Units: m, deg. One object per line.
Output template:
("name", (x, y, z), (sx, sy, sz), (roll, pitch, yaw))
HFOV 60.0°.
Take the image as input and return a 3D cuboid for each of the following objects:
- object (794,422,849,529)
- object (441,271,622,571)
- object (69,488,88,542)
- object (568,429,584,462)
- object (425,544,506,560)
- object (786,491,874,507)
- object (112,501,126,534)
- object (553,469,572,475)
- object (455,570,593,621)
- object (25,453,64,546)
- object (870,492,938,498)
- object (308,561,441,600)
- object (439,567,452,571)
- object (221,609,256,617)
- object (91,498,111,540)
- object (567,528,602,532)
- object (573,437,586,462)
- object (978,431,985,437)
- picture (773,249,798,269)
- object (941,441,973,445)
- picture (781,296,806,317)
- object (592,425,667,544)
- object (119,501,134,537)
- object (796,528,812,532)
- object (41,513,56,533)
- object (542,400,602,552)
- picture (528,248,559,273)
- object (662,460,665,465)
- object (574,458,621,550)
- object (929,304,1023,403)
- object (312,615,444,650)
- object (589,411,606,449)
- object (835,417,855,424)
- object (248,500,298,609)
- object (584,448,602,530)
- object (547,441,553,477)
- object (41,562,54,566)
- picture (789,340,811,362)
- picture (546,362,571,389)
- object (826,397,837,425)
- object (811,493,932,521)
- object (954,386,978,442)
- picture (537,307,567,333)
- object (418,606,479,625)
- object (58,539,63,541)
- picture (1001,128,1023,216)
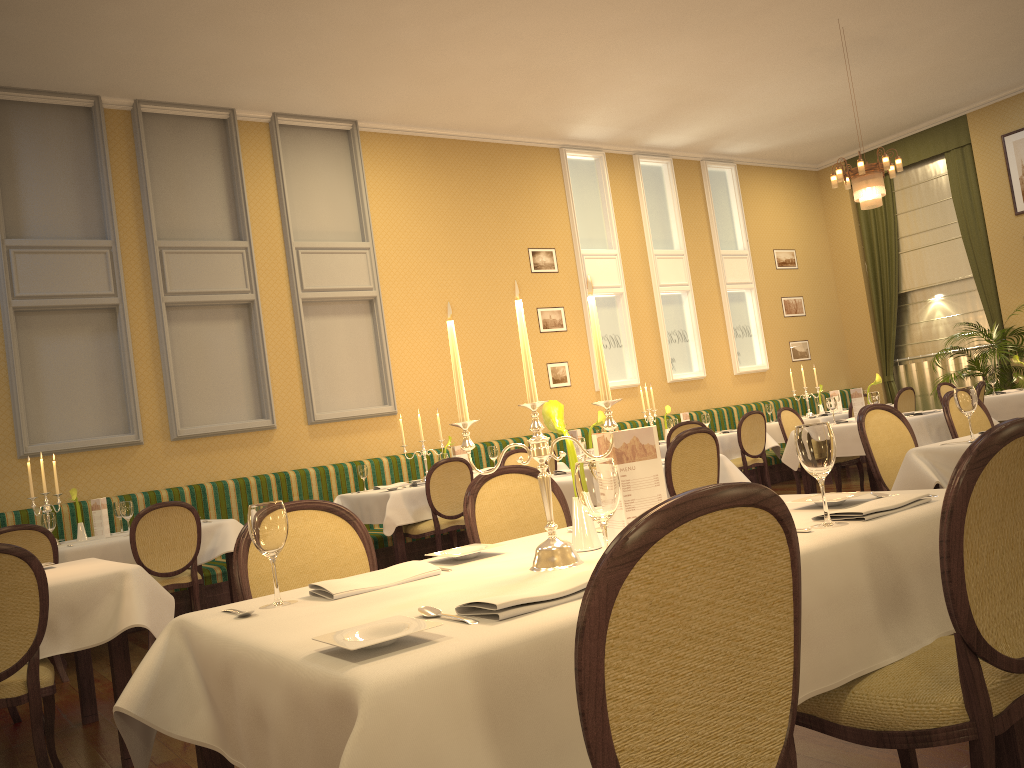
("object", (0.689, 0.203, 1.981), (0.088, 0.229, 0.088), (-9, -3, 13))
("object", (0.054, 0.083, 1.984), (0.390, 0.655, 0.131), (-8, -3, -1))
("object", (-3.011, 0.907, 6.151), (0.076, 0.375, 0.163), (-7, -3, -13))
("object", (0.403, 0.431, 5.620), (0.081, 0.277, 0.166), (-9, -3, 11))
("object", (-0.120, 0.443, 2.304), (0.160, 0.024, 0.160), (-6, -4, -35))
("object", (0.829, 0.306, 2.310), (0.160, 0.024, 0.160), (-6, -4, -35))
("object", (-2.864, 0.975, 6.484), (0.088, 0.229, 0.088), (-9, -3, 13))
("object", (0.420, 0.565, 5.828), (0.273, 0.033, 0.142), (-6, -4, -35))
("object", (0.049, 0.374, 1.591), (0.273, 0.033, 0.142), (-6, -4, -35))
("object", (-3.166, 0.781, 6.024), (0.131, 0.655, 0.390), (-9, -3, 11))
("object", (0.998, 0.283, 2.265), (0.038, 0.015, 0.181), (-6, -4, -34))
("object", (-0.317, 0.454, 2.060), (0.273, 0.033, 0.142), (-6, -4, -35))
("object", (-0.195, 0.453, 2.195), (0.017, 0.010, 0.185), (-6, -4, -34))
("object", (-0.596, 0.494, 1.932), (0.038, 0.015, 0.181), (-6, -4, -34))
("object", (-2.828, 0.924, 6.079), (0.081, 0.277, 0.166), (-7, -3, -14))
("object", (0.215, 0.411, 2.485), (0.017, 0.010, 0.185), (-6, -4, -34))
("object", (0.406, 0.433, 5.268), (0.088, 0.229, 0.088), (-9, -3, 13))
("object", (2.137, 0.200, 3.801), (0.273, 0.033, 0.142), (-6, -4, -35))
("picture", (4.005, -1.823, 12.970), (0.504, 0.294, 0.008), (-6, -4, -35))
("object", (1.858, 0.240, 3.673), (0.038, 0.015, 0.181), (-6, -4, -34))
("picture", (4.106, -1.127, 12.930), (0.504, 0.294, 0.008), (-6, -4, -35))
("object", (0.272, 0.248, 2.107), (0.166, 0.277, 0.081), (-10, -4, 26))
("object", (-2.577, 0.903, 5.948), (0.088, 0.229, 0.088), (-9, -3, 13))
("object", (0.592, 0.328, 1.992), (0.017, 0.010, 0.185), (-6, -4, -35))
("object", (-2.951, 0.940, 5.661), (0.088, 0.229, 0.088), (-9, -3, 13))
("object", (0.145, 0.220, 2.199), (0.076, 0.375, 0.163), (-7, -3, -13))
("picture", (0.368, -1.447, 10.390), (0.401, 0.294, 0.008), (-6, -4, -35))
("object", (0.775, 0.484, 5.242), (0.273, 0.024, 0.142), (-6, -4, -35))
("object", (0.176, 0.262, 1.724), (0.088, 0.229, 0.088), (-9, -3, 13))
("object", (6.104, -0.077, 11.113), (1.496, 1.807, 1.552), (-11, -4, 35))
("object", (-0.213, 0.405, 1.410), (0.160, 0.024, 0.160), (-6, -4, -35))
("object", (0.533, 0.361, 5.616), (0.163, 0.375, 0.076), (-10, -4, 32))
("object", (2.892, 0.309, 7.581), (0.273, 0.033, 0.142), (-6, -4, -35))
("object", (-0.537, 0.380, 1.985), (0.088, 0.229, 0.088), (-9, -3, 13))
("object", (0.263, 0.297, 2.546), (0.088, 0.229, 0.088), (-9, -3, 13))
("object", (0.233, 0.484, 5.725), (0.088, 0.229, 0.088), (-9, -3, 13))
("object", (-2.174, 0.838, 4.024), (0.160, 0.024, 0.160), (-6, -4, -35))
("picture", (4.188, -0.482, 12.885), (0.437, 0.294, 0.008), (-6, -4, -35))
("picture", (0.547, -0.105, 10.303), (0.313, 0.294, 0.008), (-6, -4, -35))
("object", (2.705, 0.228, 7.477), (0.088, 0.229, 0.088), (-9, -3, 7))
("object", (0.850, 0.292, 2.096), (0.273, 0.024, 0.142), (-6, -4, -35))
("object", (1.917, 0.126, 3.725), (0.088, 0.229, 0.088), (-9, -3, 13))
("picture", (0.468, -0.751, 10.350), (0.401, 0.294, 0.008), (-6, -4, -35))
("object", (-0.114, 0.402, 1.540), (0.038, 0.015, 0.181), (-6, -4, -34))
("object", (-3.247, 1.121, 6.241), (0.160, 0.024, 0.160), (-6, -4, -35))
("picture", (6.653, -2.742, 11.010), (0.027, 1.057, 0.966), (-6, -4, -35))
